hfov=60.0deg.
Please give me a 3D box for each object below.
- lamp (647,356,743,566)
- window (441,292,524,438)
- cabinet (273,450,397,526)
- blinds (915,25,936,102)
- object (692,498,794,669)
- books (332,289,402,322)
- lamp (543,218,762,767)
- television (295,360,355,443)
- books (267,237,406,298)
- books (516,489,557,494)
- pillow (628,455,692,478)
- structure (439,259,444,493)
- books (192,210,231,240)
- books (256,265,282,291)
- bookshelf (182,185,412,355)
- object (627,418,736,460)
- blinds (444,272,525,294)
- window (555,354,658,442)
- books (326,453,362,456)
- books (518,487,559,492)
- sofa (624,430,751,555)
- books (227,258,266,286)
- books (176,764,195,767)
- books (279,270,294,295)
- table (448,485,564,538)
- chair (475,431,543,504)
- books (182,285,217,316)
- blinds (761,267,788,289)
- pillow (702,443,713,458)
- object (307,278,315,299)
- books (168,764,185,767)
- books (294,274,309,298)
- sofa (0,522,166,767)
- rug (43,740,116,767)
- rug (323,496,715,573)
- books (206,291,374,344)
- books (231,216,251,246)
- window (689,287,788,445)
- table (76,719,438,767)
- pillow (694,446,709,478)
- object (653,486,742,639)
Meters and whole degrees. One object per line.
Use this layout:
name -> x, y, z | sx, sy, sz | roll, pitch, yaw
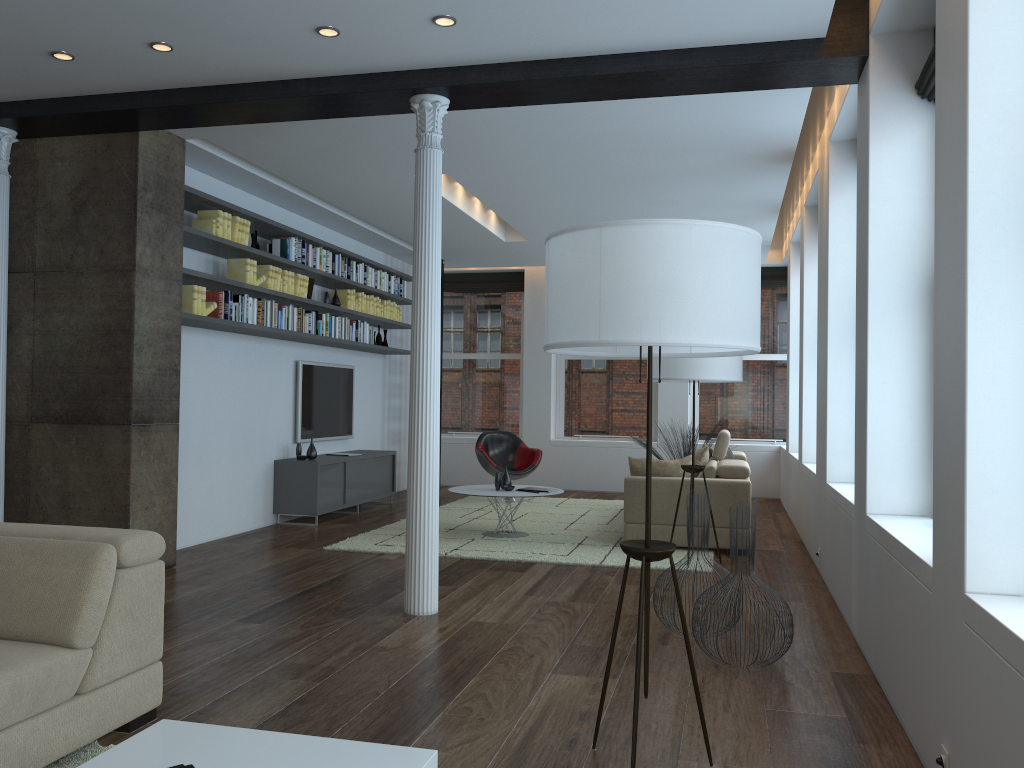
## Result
lamp -> 1.344, 0.475, 6.572 | 0.698, 1.728, 0.698 | 0, -1, 38
window -> -0.455, -0.368, 12.582 | 1.420, 2.400, 0.123 | 1, -1, 14
cabinet -> -1.781, 1.042, 9.234 | 0.450, 0.603, 2.000 | 1, -1, 14
blinds -> 1.818, -1.523, 3.537 | 0.183, 0.395, 1.431 | 1, -1, 14
object -> 1.069, 0.901, 4.116 | 0.458, 0.781, 0.458 | 1, -1, 13
books -> -1.605, -0.858, 9.889 | 0.242, 0.237, 1.489 | 1, -1, 14
lamp -> 0.445, 0.392, 2.892 | 0.698, 1.728, 0.698 | 0, -1, 38
television -> -1.957, 0.188, 9.314 | 0.074, 0.812, 1.307 | 1, -1, 14
books -> -1.719, -1.170, 9.262 | 0.242, 0.237, 2.981 | 1, -1, 14
books -> 0.213, 0.932, 7.733 | 0.220, 0.010, 0.300 | 2, -1, -41
pillow -> 1.238, 0.775, 7.420 | 0.518, 0.393, 0.395 | 1, -1, 10
structure -> -1.031, -0.133, 11.202 | 0.120, 3.059, 0.600 | 1, -1, 14
books -> -2.295, -1.210, 6.808 | 0.209, 0.220, 0.278 | 1, -1, 12
books -> -2.129, -0.901, 7.660 | 0.189, 0.228, 0.249 | 1, -1, 14
bookshelf -> -1.939, -0.885, 8.613 | 0.400, 0.942, 4.804 | 1, -1, 14
object -> 1.922, 0.896, 10.161 | 1.119, 1.014, 1.125 | 1, -1, 0
blinds -> -0.457, -1.428, 12.510 | 1.412, 0.307, 0.156 | 1, -1, 14
window -> 1.313, -0.350, 12.150 | 1.420, 2.400, 0.123 | 1, -1, 14
books -> -1.758, 0.737, 9.276 | 0.300, 0.010, 0.220 | 0, -1, 29
books -> 0.232, 0.923, 7.750 | 0.300, 0.010, 0.220 | 0, -1, 29
sofa -> 1.697, 0.908, 8.349 | 1.018, 0.950, 2.581 | 1, -1, 14
books -> -2.196, -0.905, 7.385 | 0.189, 0.224, 0.345 | 1, -1, 14
books -> -0.866, 0.960, 2.065 | 0.300, 0.010, 0.220 | 2, -1, -36
books -> -2.073, -0.894, 7.897 | 0.209, 0.220, 0.278 | 1, -1, 12
table -> -0.054, 1.130, 7.809 | 1.022, 0.393, 1.022 | 2, -1, -32
chair -> -0.044, 0.972, 10.483 | 0.810, 0.818, 0.669 | 1, -1, -7
books -> -2.361, -0.607, 6.645 | 0.189, 0.224, 0.345 | 1, -1, 14
blinds -> 3.085, -1.389, 11.644 | 1.442, 0.312, 0.155 | 1, -1, 14
pillow -> 1.786, 0.797, 8.712 | 0.368, 0.416, 0.519 | 1, -1, 9
object -> -1.939, -0.884, 8.339 | 0.124, 0.219, 0.124 | 1, -1, 12
books -> -0.883, 0.970, 2.084 | 0.300, 0.010, 0.220 | 2, -1, -41
books -> -2.007, -0.890, 8.160 | 0.189, 0.228, 0.249 | 1, -1, 14
sofa -> -2.643, 0.741, 3.112 | 2.581, 0.950, 1.021 | 1, -1, 14
rug -> -2.544, 1.180, 1.725 | 4.231, 0.020, 2.972 | 1, -1, 14
rug -> 0.465, 1.360, 8.660 | 2.972, 0.020, 4.231 | 1, -1, 14
books -> -1.971, -0.579, 8.259 | 0.242, 0.237, 2.981 | 1, -1, 14
books -> -2.228, -1.205, 7.070 | 0.189, 0.228, 0.249 | 1, -1, 14
window -> 3.104, -0.331, 11.704 | 1.474, 2.400, 0.123 | 1, -1, 14
table -> -0.758, 1.123, 2.218 | 0.900, 0.170, 0.900 | 1, -1, 14
pillow -> 1.650, 0.773, 8.102 | 0.301, 0.439, 0.534 | 1, -1, 10
object -> 0.969, 0.910, 4.620 | 0.458, 0.781, 0.458 | 1, -1, 13
